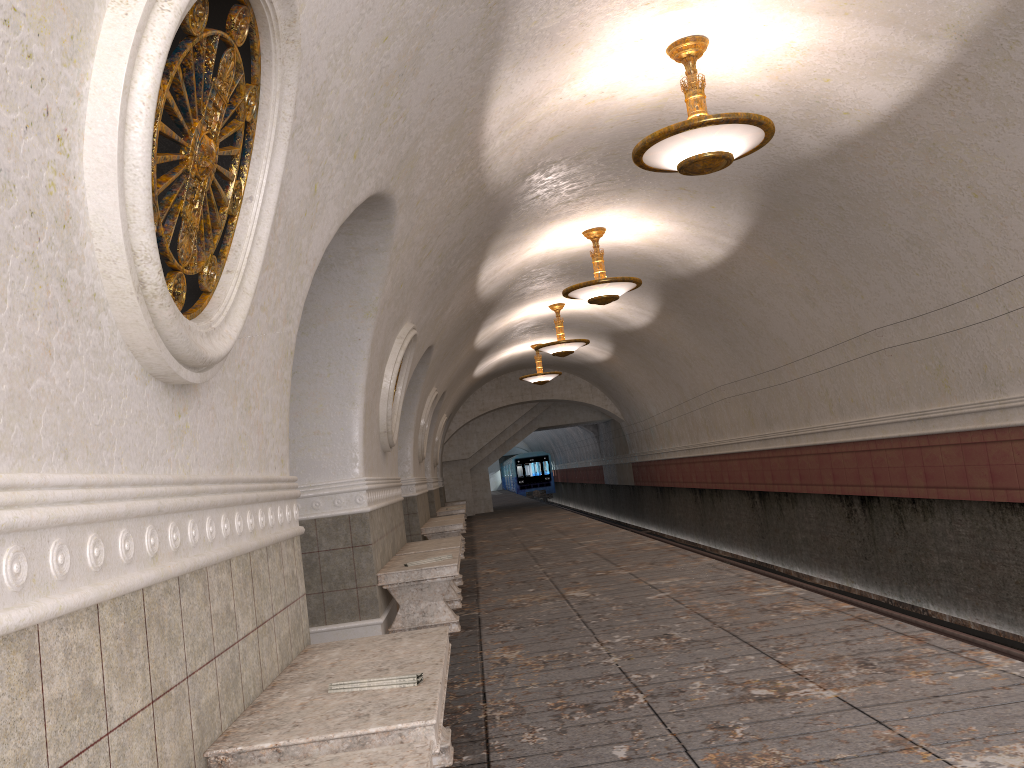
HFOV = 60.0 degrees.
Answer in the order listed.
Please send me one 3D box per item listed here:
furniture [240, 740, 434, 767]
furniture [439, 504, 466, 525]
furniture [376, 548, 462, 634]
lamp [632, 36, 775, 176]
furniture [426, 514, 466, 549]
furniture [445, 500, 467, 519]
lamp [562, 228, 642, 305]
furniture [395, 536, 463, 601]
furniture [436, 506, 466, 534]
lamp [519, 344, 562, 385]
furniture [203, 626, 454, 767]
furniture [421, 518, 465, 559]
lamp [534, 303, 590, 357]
[{"bbox_3d":[-0.428,1.077,1.380,0.613,0.508,1.509,-7,-6,-3],"label":"furniture"},{"bbox_3d":[-1.368,3.148,20.922,0.613,0.508,1.509,-7,-6,-3],"label":"furniture"},{"bbox_3d":[-0.715,1.710,7.349,0.613,0.508,1.509,-7,-6,-3],"label":"furniture"},{"bbox_3d":[1.327,-1.966,6.360,1.008,0.955,1.008,-5,-6,-19],"label":"lamp"},{"bbox_3d":[-1.083,2.520,15.000,0.613,0.508,1.509,-7,-6,-3],"label":"furniture"},{"bbox_3d":[-1.589,3.634,25.512,0.613,0.508,1.509,-7,-6,-3],"label":"furniture"},{"bbox_3d":[1.096,-1.458,11.157,1.008,0.955,1.008,-9,-6,12],"label":"lamp"},{"bbox_3d":[-0.796,1.887,9.019,0.613,0.508,1.509,-7,-6,-3],"label":"furniture"},{"bbox_3d":[-1.288,2.971,19.252,0.613,0.508,1.509,-7,-6,-3],"label":"furniture"},{"bbox_3d":[0.635,-0.441,20.751,1.008,0.955,1.008,-12,-8,42],"label":"lamp"},{"bbox_3d":[-0.508,1.254,3.051,0.613,0.508,1.509,-7,-6,-3],"label":"furniture"},{"bbox_3d":[-1.003,2.343,13.329,0.613,0.508,1.509,-7,-6,-3],"label":"furniture"},{"bbox_3d":[0.866,-0.950,15.953,1.008,0.955,1.008,-9,-6,12],"label":"lamp"}]
